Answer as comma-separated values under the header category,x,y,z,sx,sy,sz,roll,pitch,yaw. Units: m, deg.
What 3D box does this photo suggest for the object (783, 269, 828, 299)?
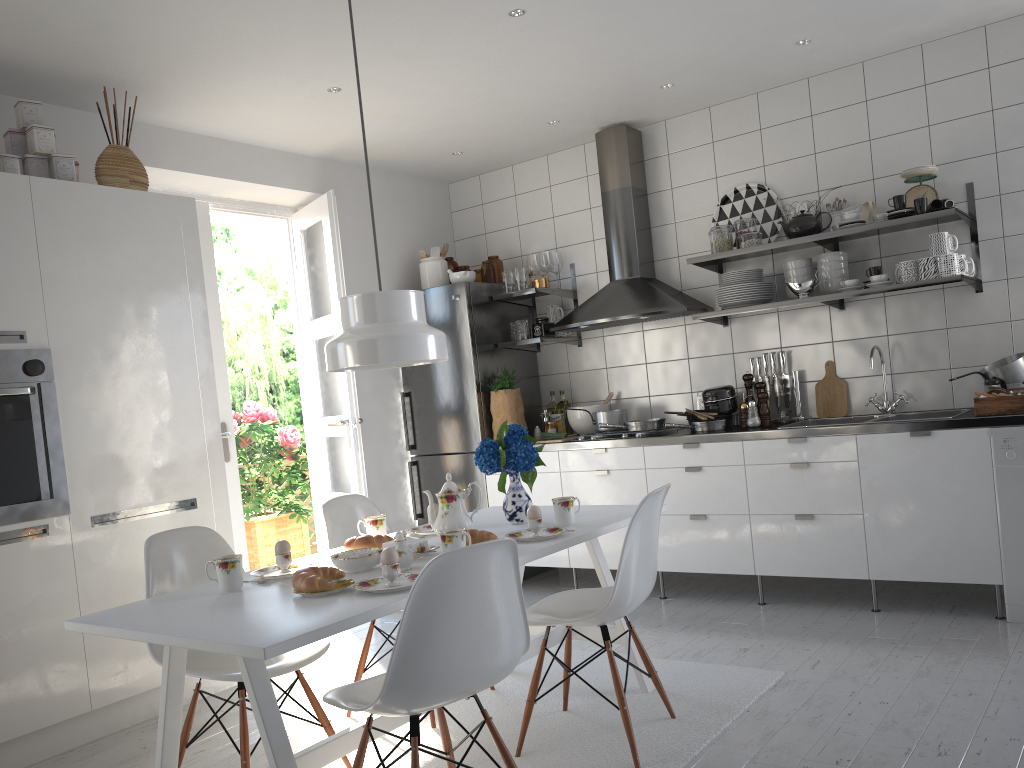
category,x,y,z,sx,sy,sz,roll,pitch,yaw
object,1.420,-0.478,4.285,0.210,0.135,0.102,-6,1,19

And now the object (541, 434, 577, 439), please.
category,x,y,z,sx,sy,sz,roll,pitch,yaw
object,0.253,0.324,5.384,0.180,0.008,0.271,-6,-1,36

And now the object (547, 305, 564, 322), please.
category,x,y,z,sx,sy,sz,roll,pitch,yaw
object,0.259,-0.428,5.409,0.083,0.100,0.108,-6,0,-19

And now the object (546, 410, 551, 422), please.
category,x,y,z,sx,sy,sz,roll,pitch,yaw
object,0.219,0.244,5.431,0.059,0.173,0.059,-6,1,-4

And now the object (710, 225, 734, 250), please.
category,x,y,z,sx,sy,sz,roll,pitch,yaw
object,1.115,-0.747,4.690,0.121,0.171,0.121,-6,1,-34

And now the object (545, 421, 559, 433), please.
category,x,y,z,sx,sy,sz,roll,pitch,yaw
object,0.240,0.276,5.304,0.078,0.101,0.078,-6,1,3

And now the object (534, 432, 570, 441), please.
category,x,y,z,sx,sy,sz,roll,pitch,yaw
object,0.200,0.299,5.053,0.141,0.053,0.276,-6,-1,-38

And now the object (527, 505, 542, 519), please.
category,x,y,z,sx,sy,sz,roll,pitch,yaw
object,0.071,0.418,2.826,0.048,0.063,0.048,-5,1,40

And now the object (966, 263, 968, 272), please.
category,x,y,z,sx,sy,sz,roll,pitch,yaw
object,2.011,-0.524,4.046,0.083,0.100,0.108,-6,0,-19

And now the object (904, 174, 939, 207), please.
category,x,y,z,sx,sy,sz,roll,pitch,yaw
object,1.906,-0.855,4.119,0.159,0.209,0.185,-5,1,36

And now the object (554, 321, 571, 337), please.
category,x,y,z,sx,sy,sz,roll,pitch,yaw
object,0.298,-0.332,5.394,0.108,0.100,0.082,-6,1,26

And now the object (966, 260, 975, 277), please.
category,x,y,z,sx,sy,sz,roll,pitch,yaw
object,2.088,-0.531,4.112,0.108,0.100,0.082,-6,1,26

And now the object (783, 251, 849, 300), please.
category,x,y,z,sx,sy,sz,roll,pitch,yaw
object,1.512,-0.527,4.405,0.310,0.217,0.150,-6,1,34

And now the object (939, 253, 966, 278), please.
category,x,y,z,sx,sy,sz,roll,pitch,yaw
object,1.929,-0.518,3.881,0.108,0.100,0.082,-6,1,26

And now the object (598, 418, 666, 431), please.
category,x,y,z,sx,sy,sz,roll,pitch,yaw
object,0.657,0.220,4.788,0.352,0.061,0.232,-6,-1,15

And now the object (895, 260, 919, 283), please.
category,x,y,z,sx,sy,sz,roll,pitch,yaw
object,1.790,-0.502,4.004,0.083,0.100,0.108,-6,0,6

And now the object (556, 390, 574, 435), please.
category,x,y,z,sx,sy,sz,roll,pitch,yaw
object,0.325,0.178,5.422,0.090,0.282,0.081,-5,2,36

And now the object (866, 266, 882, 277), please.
category,x,y,z,sx,sy,sz,roll,pitch,yaw
object,1.726,-0.517,4.214,0.055,0.078,0.070,-6,1,-3

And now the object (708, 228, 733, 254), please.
category,x,y,z,sx,sy,sz,roll,pitch,yaw
object,1.070,-0.724,4.536,0.121,0.130,0.121,-6,1,22

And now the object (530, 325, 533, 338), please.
category,x,y,z,sx,sy,sz,roll,pitch,yaw
object,0.158,-0.316,5.517,0.083,0.100,0.108,-6,0,6

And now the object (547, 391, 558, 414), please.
category,x,y,z,sx,sy,sz,roll,pitch,yaw
object,0.262,0.184,5.474,0.066,0.282,0.066,-5,2,31

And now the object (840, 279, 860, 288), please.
category,x,y,z,sx,sy,sz,roll,pitch,yaw
object,1.586,-0.461,4.149,0.079,0.048,0.082,-6,0,29

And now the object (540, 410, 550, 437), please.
category,x,y,z,sx,sy,sz,roll,pitch,yaw
object,0.207,0.244,5.367,0.059,0.173,0.059,-6,1,-4

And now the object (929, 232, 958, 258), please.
category,x,y,z,sx,sy,sz,roll,pitch,yaw
object,1.890,-0.614,3.896,0.083,0.100,0.108,-6,0,-19

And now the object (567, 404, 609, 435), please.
category,x,y,z,sx,sy,sz,roll,pitch,yaw
object,0.456,0.217,5.265,0.247,0.175,0.247,-6,0,-13

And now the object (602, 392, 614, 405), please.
category,x,y,z,sx,sy,sz,roll,pitch,yaw
object,0.508,0.173,5.259,0.221,0.233,0.080,-6,1,-3

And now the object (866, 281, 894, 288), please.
category,x,y,z,sx,sy,sz,roll,pitch,yaw
object,1.682,-0.451,4.052,0.121,0.021,0.121,-6,-1,41

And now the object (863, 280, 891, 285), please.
category,x,y,z,sx,sy,sz,roll,pitch,yaw
object,1.733,-0.473,4.206,0.121,0.023,0.121,-6,-1,8

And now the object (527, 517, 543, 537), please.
category,x,y,z,sx,sy,sz,roll,pitch,yaw
object,0.075,0.455,2.827,0.048,0.057,0.048,-6,1,-13

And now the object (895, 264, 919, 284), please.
category,x,y,z,sx,sy,sz,roll,pitch,yaw
object,1.815,-0.504,4.072,0.083,0.100,0.108,-6,0,-19

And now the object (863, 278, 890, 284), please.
category,x,y,z,sx,sy,sz,roll,pitch,yaw
object,1.731,-0.483,4.209,0.121,0.023,0.121,-6,-1,17

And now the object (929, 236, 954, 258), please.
category,x,y,z,sx,sy,sz,roll,pitch,yaw
object,1.957,-0.619,4.029,0.083,0.100,0.108,-6,0,6

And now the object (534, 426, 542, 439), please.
category,x,y,z,sx,sy,sz,roll,pitch,yaw
object,0.155,0.294,5.355,0.046,0.084,0.046,-6,1,14

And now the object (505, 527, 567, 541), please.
category,x,y,z,sx,sy,sz,roll,pitch,yaw
object,0.078,0.482,2.827,0.201,0.016,0.200,-7,-1,41

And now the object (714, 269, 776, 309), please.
category,x,y,z,sx,sy,sz,roll,pitch,yaw
object,1.194,-0.481,4.555,0.306,0.195,0.300,-6,0,41

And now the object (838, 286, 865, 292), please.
category,x,y,z,sx,sy,sz,roll,pitch,yaw
object,1.589,-0.440,4.151,0.121,0.021,0.121,-6,-1,34

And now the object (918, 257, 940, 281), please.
category,x,y,z,sx,sy,sz,roll,pitch,yaw
object,1.863,-0.510,3.930,0.108,0.100,0.082,-6,1,26

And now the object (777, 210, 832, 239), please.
category,x,y,z,sx,sy,sz,roll,pitch,yaw
object,1.413,-0.769,4.281,0.177,0.142,0.200,-6,0,-12

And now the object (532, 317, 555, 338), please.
category,x,y,z,sx,sy,sz,roll,pitch,yaw
object,0.185,-0.333,5.253,0.100,0.123,0.100,-7,1,-44

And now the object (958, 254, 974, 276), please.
category,x,y,z,sx,sy,sz,roll,pitch,yaw
object,2.004,-0.524,3.963,0.108,0.100,0.083,-6,1,22

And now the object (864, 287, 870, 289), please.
category,x,y,z,sx,sy,sz,roll,pitch,yaw
object,1.735,-0.454,4.207,0.121,0.021,0.121,-6,-1,-19

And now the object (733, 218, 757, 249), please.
category,x,y,z,sx,sy,sz,roll,pitch,yaw
object,1.206,-0.758,4.559,0.121,0.171,0.121,-6,1,-34

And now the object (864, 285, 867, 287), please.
category,x,y,z,sx,sy,sz,roll,pitch,yaw
object,1.733,-0.464,4.207,0.121,0.021,0.121,-6,-1,-19

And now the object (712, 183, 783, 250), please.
category,x,y,z,sx,sy,sz,roll,pitch,yaw
object,1.256,-0.873,4.734,0.395,0.394,0.053,-6,1,37

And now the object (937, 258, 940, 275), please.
category,x,y,z,sx,sy,sz,roll,pitch,yaw
object,1.903,-0.513,4.015,0.083,0.100,0.108,-6,0,6

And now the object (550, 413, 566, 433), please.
category,x,y,z,sx,sy,sz,roll,pitch,yaw
object,0.281,0.253,5.399,0.077,0.141,0.043,-5,2,36

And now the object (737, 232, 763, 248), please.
category,x,y,z,sx,sy,sz,roll,pitch,yaw
object,1.194,-0.712,4.436,0.121,0.079,0.121,-6,0,22

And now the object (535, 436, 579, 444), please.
category,x,y,z,sx,sy,sz,roll,pitch,yaw
object,0.208,0.322,5.053,0.331,0.012,0.220,-6,-1,36

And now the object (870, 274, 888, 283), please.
category,x,y,z,sx,sy,sz,roll,pitch,yaw
object,1.679,-0.472,4.051,0.082,0.048,0.079,-6,0,-41

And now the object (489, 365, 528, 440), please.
category,x,y,z,sx,sy,sz,roll,pitch,yaw
object,-0.027,0.109,5.215,0.174,0.510,0.282,-5,1,24

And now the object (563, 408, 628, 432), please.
category,x,y,z,sx,sy,sz,roll,pitch,yaw
object,0.489,0.194,5.042,0.347,0.154,0.200,-6,0,-14
